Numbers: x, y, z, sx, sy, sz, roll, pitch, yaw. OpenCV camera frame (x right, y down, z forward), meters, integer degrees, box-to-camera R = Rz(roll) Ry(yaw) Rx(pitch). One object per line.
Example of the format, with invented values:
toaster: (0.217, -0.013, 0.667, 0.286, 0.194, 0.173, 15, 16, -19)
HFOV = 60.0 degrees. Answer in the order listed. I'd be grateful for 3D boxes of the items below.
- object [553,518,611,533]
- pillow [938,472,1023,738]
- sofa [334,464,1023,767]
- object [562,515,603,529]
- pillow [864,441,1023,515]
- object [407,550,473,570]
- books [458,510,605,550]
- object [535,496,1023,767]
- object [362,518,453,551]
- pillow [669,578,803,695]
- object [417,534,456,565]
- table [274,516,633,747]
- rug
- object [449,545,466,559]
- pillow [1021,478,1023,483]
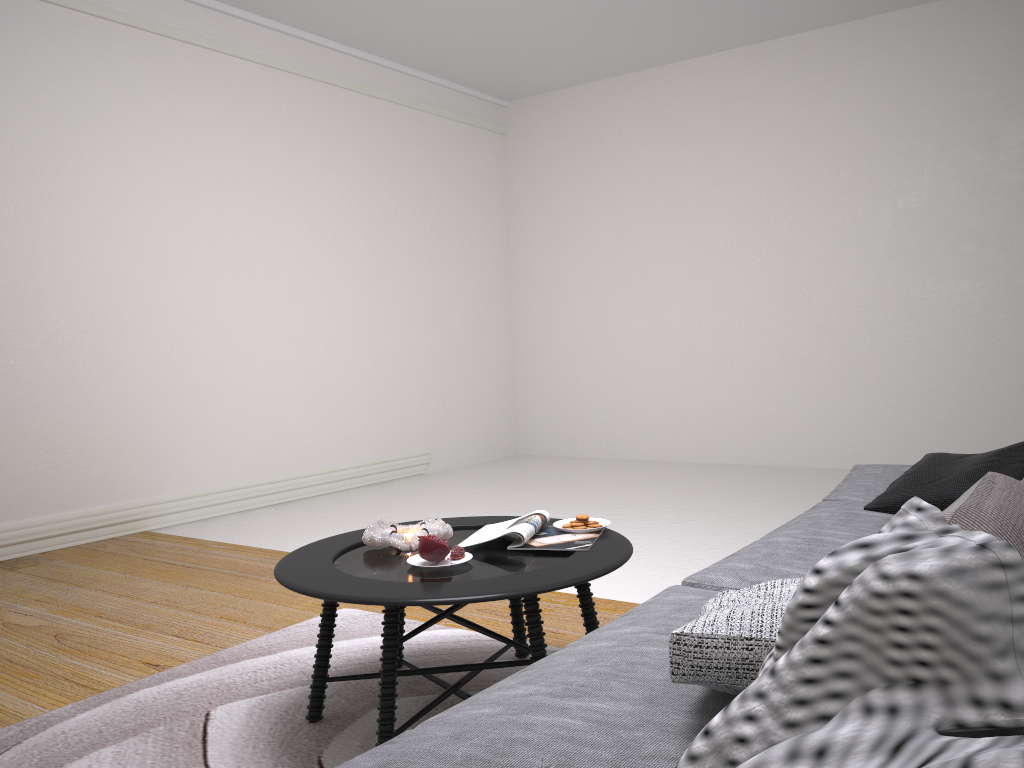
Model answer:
object: (0.203, 0.412, 2.571, 0.166, 0.015, 0.169, -2, 2, 18)
pillow: (0.341, 0.294, 0.799, 0.237, 0.390, 0.434, -1, 3, 36)
sofa: (0.807, 0.506, 1.753, 1.082, 0.772, 3.114, -1, 3, 36)
object: (0.204, 0.399, 2.572, 0.120, 0.036, 0.119, -2, 2, -3)
pillow: (1.293, 0.299, 2.557, 0.409, 0.268, 0.413, -4, 3, -34)
object: (-0.184, 0.452, 2.264, 0.169, 0.015, 0.166, -3, 2, -9)
books: (0.058, 0.408, 2.496, 0.369, 0.048, 0.308, -2, 2, 14)
object: (0.121, 0.547, 0.648, 0.620, 0.866, 0.884, -2, 2, 1)
object: (-0.293, 0.424, 2.499, 0.248, 0.062, 0.259, 0, 3, 43)
pillow: (0.458, 0.376, 1.304, 0.400, 0.194, 0.410, -1, 3, 22)
object: (-0.196, 0.418, 2.256, 0.089, 0.082, 0.109, -3, 3, -20)
table: (-0.139, 0.669, 2.393, 0.927, 0.449, 0.961, -1, 3, 33)
rug: (-0.960, 0.956, 1.331, 1.915, 0.008, 3.776, -1, 3, 36)
object: (-0.142, 0.436, 2.301, 0.035, 0.036, 0.045, 0, 3, 44)
pillow: (1.350, 0.251, 2.281, 0.331, 0.318, 0.430, -1, 3, 35)
